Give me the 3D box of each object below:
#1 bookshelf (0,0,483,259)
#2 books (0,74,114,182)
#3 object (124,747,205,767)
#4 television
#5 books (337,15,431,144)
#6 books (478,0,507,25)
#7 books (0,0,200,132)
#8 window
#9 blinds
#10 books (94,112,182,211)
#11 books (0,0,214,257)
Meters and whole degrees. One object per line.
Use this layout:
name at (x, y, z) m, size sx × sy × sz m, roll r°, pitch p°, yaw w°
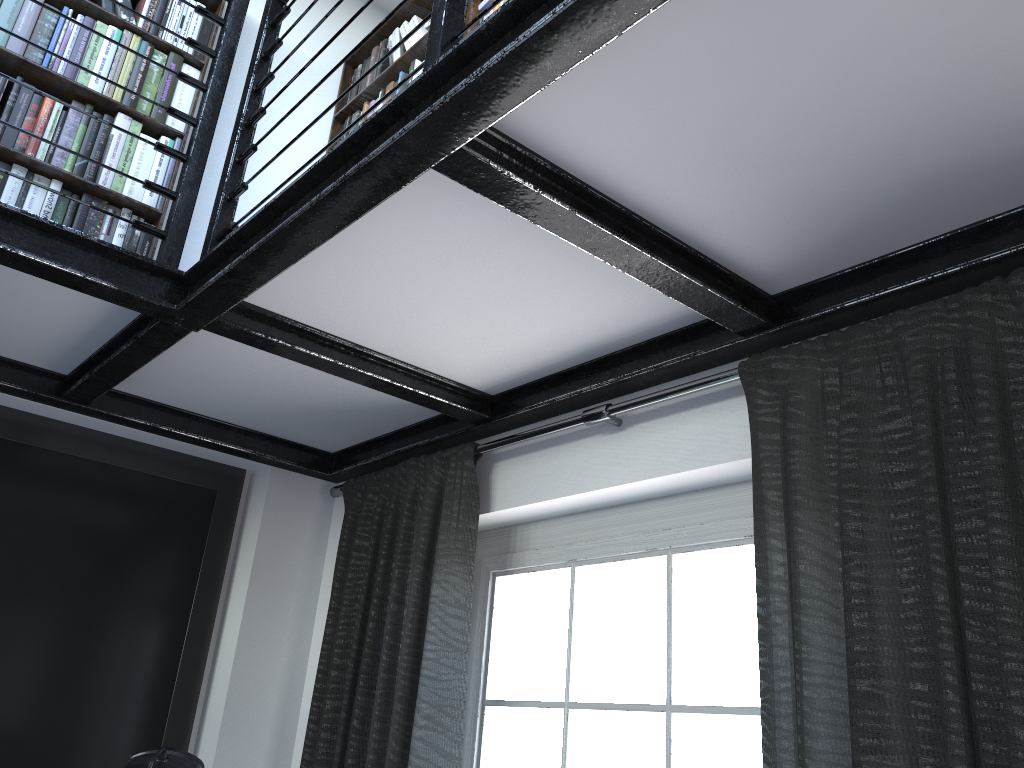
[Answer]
bookshelf at (-0.250, -1.487, 1.006) m, size 3.067 × 1.640 × 4.443 m, roll 22°, pitch -28°, yaw -35°
books at (-0.131, -1.517, 1.092) m, size 1.161 × 1.425 × 4.352 m, roll 23°, pitch -28°, yaw -35°
object at (0.145, 1.354, 1.001) m, size 2.896 × 1.601 × 0.745 m, roll -10°, pitch -28°, yaw 32°
television at (-2.256, 0.908, 1.561) m, size 3.329 × 2.462 × 0.116 m, roll 22°, pitch -29°, yaw -35°
books at (0.782, -1.134, 1.813) m, size 0.240 × 1.416 × 4.409 m, roll 23°, pitch -28°, yaw -35°
books at (0.812, -1.404, 1.945) m, size 0.212 × 0.839 × 2.618 m, roll 23°, pitch -28°, yaw -35°
books at (-1.927, -1.197, 2.279) m, size 2.191 × 1.443 × 0.312 m, roll 22°, pitch -29°, yaw -35°
window at (0.205, 1.041, 1.880) m, size 0.132 × 1.628 × 1.158 m, roll 23°, pitch -29°, yaw -35°
blinds at (0.165, 1.114, 1.527) m, size 0.124 × 2.420 × 2.490 m, roll 23°, pitch -29°, yaw -35°
books at (-0.338, -1.458, 0.923) m, size 1.587 × 1.156 × 4.305 m, roll 23°, pitch -28°, yaw -36°
books at (-0.550, -1.674, 0.797) m, size 2.189 × 1.429 × 4.346 m, roll 23°, pitch -28°, yaw -36°
